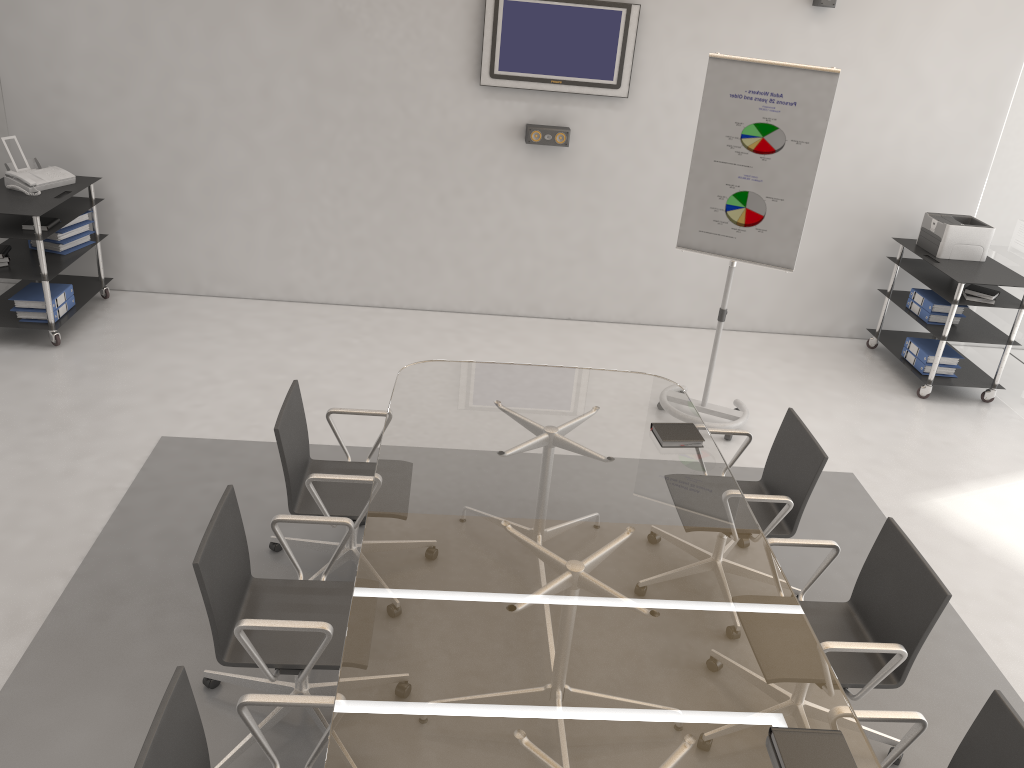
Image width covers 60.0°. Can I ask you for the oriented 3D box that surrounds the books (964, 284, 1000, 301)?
[{"bbox_3d":[3.067,-0.600,5.787,0.183,0.032,0.164,25,31,34],"label":"books"}]

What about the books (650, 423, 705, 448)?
[{"bbox_3d":[0.681,0.208,3.653,0.183,0.032,0.164,1,26,-10],"label":"books"}]

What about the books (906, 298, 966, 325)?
[{"bbox_3d":[2.950,-0.502,6.183,0.263,0.077,0.320,3,26,-5],"label":"books"}]

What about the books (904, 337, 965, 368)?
[{"bbox_3d":[2.926,-0.221,6.154,0.263,0.077,0.320,3,26,-5],"label":"books"}]

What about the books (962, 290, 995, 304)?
[{"bbox_3d":[3.053,-0.573,5.802,0.170,0.028,0.146,12,26,12],"label":"books"}]

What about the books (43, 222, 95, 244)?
[{"bbox_3d":[-2.984,-1.024,5.871,0.262,0.077,0.320,10,26,9],"label":"books"}]

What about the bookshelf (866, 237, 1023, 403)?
[{"bbox_3d":[3.043,-0.457,6.252,0.567,0.855,0.985,3,26,-5],"label":"bookshelf"}]

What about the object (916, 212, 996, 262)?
[{"bbox_3d":[3.092,-1.031,6.194,0.350,0.235,0.351,3,26,-5],"label":"object"}]

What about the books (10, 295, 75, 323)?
[{"bbox_3d":[-2.996,-0.488,5.675,0.263,0.077,0.320,3,26,-5],"label":"books"}]

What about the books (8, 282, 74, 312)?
[{"bbox_3d":[-2.992,-0.554,5.644,0.263,0.077,0.320,3,26,-5],"label":"books"}]

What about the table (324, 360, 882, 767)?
[{"bbox_3d":[0.173,0.894,2.991,1.372,0.721,3.054,3,26,-5],"label":"table"}]

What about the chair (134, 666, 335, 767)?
[{"bbox_3d":[-0.554,1.159,2.201,0.710,0.805,0.731,-4,27,-20],"label":"chair"}]

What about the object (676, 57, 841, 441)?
[{"bbox_3d":[1.255,-0.716,4.994,0.553,2.088,0.560,-3,27,-18],"label":"object"}]

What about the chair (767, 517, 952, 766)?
[{"bbox_3d":[1.010,0.905,3.051,0.710,0.805,0.731,-4,27,-20],"label":"chair"}]

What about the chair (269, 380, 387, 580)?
[{"bbox_3d":[-0.629,0.447,3.672,0.710,0.805,0.731,-4,27,-20],"label":"chair"}]

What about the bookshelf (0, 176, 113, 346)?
[{"bbox_3d":[-3.086,-0.824,5.760,0.567,0.855,0.985,3,26,-5],"label":"bookshelf"}]

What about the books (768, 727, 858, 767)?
[{"bbox_3d":[0.744,0.918,2.183,0.183,0.032,0.164,4,26,-3],"label":"books"}]

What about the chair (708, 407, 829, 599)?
[{"bbox_3d":[0.892,0.542,3.785,0.710,0.805,0.731,-4,27,-20],"label":"chair"}]

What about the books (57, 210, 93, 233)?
[{"bbox_3d":[-2.976,-1.089,5.840,0.262,0.077,0.320,10,26,9],"label":"books"}]

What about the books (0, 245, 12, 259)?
[{"bbox_3d":[-3.194,-0.814,5.458,0.164,0.032,0.183,-2,26,-15],"label":"books"}]

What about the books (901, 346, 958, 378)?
[{"bbox_3d":[2.918,-0.156,6.186,0.263,0.077,0.320,3,26,-5],"label":"books"}]

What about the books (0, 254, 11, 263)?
[{"bbox_3d":[-3.202,-0.789,5.478,0.164,0.032,0.183,-12,31,-32],"label":"books"}]

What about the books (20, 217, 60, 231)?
[{"bbox_3d":[-2.891,-0.983,5.437,0.164,0.032,0.183,3,26,-6],"label":"books"}]

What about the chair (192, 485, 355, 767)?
[{"bbox_3d":[-0.665,0.796,2.936,0.710,0.805,0.731,-4,27,-20],"label":"chair"}]

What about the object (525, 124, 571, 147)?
[{"bbox_3d":[0.246,-1.712,6.115,0.298,0.117,0.123,3,26,-5],"label":"object"}]

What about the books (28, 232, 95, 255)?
[{"bbox_3d":[-2.992,-0.958,5.903,0.262,0.077,0.320,10,26,9],"label":"books"}]

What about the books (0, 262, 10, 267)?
[{"bbox_3d":[-3.229,-0.758,5.484,0.183,0.032,0.164,25,31,34],"label":"books"}]

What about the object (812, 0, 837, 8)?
[{"bbox_3d":[2.062,-2.578,5.788,0.117,0.216,0.123,3,26,-5],"label":"object"}]

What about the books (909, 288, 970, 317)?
[{"bbox_3d":[2.958,-0.568,6.152,0.263,0.077,0.320,3,26,-5],"label":"books"}]

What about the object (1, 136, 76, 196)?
[{"bbox_3d":[-3.062,-1.405,5.662,0.399,0.280,0.405,14,27,18],"label":"object"}]

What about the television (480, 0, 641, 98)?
[{"bbox_3d":[0.311,-2.249,5.890,1.013,0.590,0.049,3,26,-5],"label":"television"}]

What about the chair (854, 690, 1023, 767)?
[{"bbox_3d":[0.982,1.255,2.315,0.710,0.805,0.731,-4,27,-20],"label":"chair"}]
